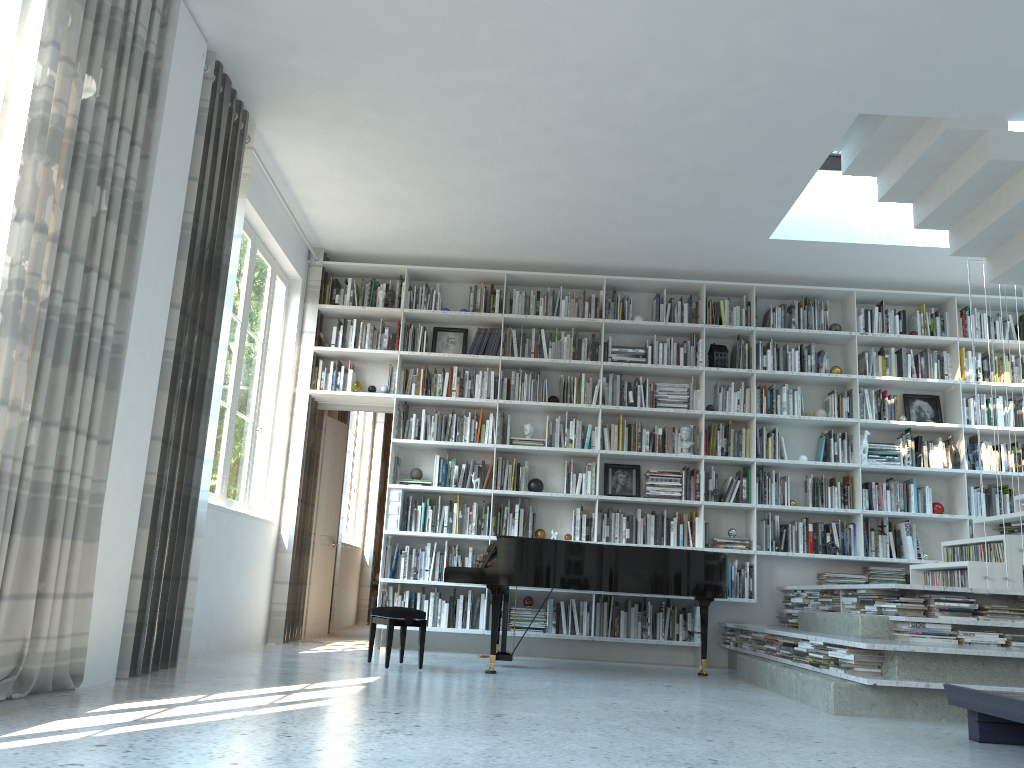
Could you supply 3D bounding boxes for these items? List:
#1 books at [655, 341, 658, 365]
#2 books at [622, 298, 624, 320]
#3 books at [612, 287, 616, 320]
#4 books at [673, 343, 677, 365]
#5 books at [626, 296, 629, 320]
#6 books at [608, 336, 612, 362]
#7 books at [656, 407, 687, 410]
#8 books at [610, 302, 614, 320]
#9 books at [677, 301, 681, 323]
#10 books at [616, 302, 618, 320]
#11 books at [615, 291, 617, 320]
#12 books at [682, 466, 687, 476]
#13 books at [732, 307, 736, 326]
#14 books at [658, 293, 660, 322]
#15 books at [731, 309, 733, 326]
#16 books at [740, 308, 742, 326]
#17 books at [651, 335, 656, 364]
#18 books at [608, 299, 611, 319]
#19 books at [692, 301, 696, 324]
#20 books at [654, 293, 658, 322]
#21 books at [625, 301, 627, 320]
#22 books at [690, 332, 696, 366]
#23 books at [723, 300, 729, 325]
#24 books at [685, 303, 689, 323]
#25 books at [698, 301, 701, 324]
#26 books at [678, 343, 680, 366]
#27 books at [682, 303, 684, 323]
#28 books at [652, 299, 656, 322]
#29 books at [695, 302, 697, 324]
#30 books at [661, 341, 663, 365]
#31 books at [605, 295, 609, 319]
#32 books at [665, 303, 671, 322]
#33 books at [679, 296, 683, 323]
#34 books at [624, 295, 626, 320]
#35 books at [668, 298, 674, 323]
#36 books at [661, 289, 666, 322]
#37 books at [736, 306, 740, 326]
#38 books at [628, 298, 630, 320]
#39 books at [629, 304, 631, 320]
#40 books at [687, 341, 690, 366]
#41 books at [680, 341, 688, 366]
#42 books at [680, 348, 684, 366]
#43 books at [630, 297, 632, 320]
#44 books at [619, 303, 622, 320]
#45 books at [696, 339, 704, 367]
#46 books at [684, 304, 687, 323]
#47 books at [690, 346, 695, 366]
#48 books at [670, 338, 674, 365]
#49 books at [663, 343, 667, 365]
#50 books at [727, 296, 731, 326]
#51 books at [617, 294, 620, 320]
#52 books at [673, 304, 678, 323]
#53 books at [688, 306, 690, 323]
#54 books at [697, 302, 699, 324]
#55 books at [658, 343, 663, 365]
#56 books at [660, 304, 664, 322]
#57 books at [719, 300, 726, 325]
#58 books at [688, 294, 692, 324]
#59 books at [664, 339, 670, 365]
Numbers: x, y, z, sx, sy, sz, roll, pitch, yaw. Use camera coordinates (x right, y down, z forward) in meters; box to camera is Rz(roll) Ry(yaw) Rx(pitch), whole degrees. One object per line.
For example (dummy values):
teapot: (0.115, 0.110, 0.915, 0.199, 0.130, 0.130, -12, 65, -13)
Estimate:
books: (1.213, -0.228, 7.522, 0.021, 0.237, 0.172, 3, -13, 1)
books: (0.947, -0.602, 7.619, 0.014, 0.247, 0.139, 3, -13, 1)
books: (0.874, -0.651, 7.631, 0.014, 0.340, 0.145, 3, -13, 1)
books: (1.364, -0.215, 7.510, 0.023, 0.222, 0.191, 3, -13, 1)
books: (0.985, -0.606, 7.607, 0.005, 0.254, 0.168, 3, -13, 1)
books: (0.820, -0.257, 7.515, 0.021, 0.248, 0.192, 3, -13, 1)
books: (1.328, 0.223, 7.428, 0.254, 0.012, 0.161, 2, -13, 4)
books: (0.850, -0.584, 7.602, 0.026, 0.194, 0.167, 3, -13, 1)
books: (1.420, -0.574, 7.600, 0.023, 0.236, 0.154, 3, -13, 1)
books: (0.893, -0.582, 7.622, 0.011, 0.205, 0.146, 3, -13, 1)
books: (0.885, -0.630, 7.620, 0.010, 0.295, 0.153, 3, -13, 1)
books: (1.420, 0.834, 7.312, 0.011, 0.298, 0.130, 3, -13, 1)
books: (1.884, -0.534, 7.582, 0.024, 0.201, 0.180, 3, -13, 1)
books: (1.254, -0.611, 7.611, 0.011, 0.295, 0.157, 3, -13, 1)
books: (1.860, -0.525, 7.579, 0.022, 0.179, 0.173, 3, -13, 1)
books: (1.940, -0.528, 7.597, 0.025, 0.203, 0.162, 3, -13, 1)
books: (1.198, -0.255, 7.512, 0.011, 0.283, 0.190, 3, -13, 1)
books: (0.827, -0.599, 7.619, 0.023, 0.227, 0.157, 3, -13, 1)
books: (1.543, -0.570, 7.602, 0.028, 0.243, 0.161, 3, -13, 1)
books: (1.231, -0.613, 7.603, 0.014, 0.291, 0.176, 3, -13, 1)
books: (0.973, -0.589, 7.605, 0.016, 0.218, 0.144, 3, -13, 1)
books: (1.536, -0.257, 7.531, 0.012, 0.333, 0.156, 3, -13, 1)
books: (1.827, -0.568, 7.609, 0.030, 0.274, 0.152, 3, -13, 1)
books: (1.490, -0.564, 7.621, 0.026, 0.233, 0.137, 3, -13, 1)
books: (1.596, -0.572, 7.610, 0.022, 0.256, 0.137, 3, -13, 1)
books: (1.403, -0.215, 7.516, 0.012, 0.230, 0.158, 3, -13, 1)
books: (1.447, -0.564, 7.593, 0.012, 0.216, 0.180, 3, -13, 1)
books: (1.217, -0.586, 7.615, 0.012, 0.245, 0.151, 3, -13, 1)
books: (1.564, -0.567, 7.611, 0.014, 0.243, 0.145, 3, -13, 1)
books: (1.267, -0.226, 7.532, 0.012, 0.244, 0.132, 3, -13, 1)
books: (0.803, -0.616, 7.603, 0.026, 0.252, 0.186, 3, -13, 1)
books: (1.322, -0.567, 7.596, 0.050, 0.210, 0.173, 3, -13, 1)
books: (1.438, -0.593, 7.589, 0.010, 0.269, 0.180, 3, -13, 1)
books: (0.961, -0.611, 7.614, 0.013, 0.264, 0.147, 3, -13, 1)
books: (1.362, -0.590, 7.619, 0.028, 0.269, 0.140, 3, -13, 1)
books: (1.296, -0.629, 7.604, 0.010, 0.330, 0.186, 3, -13, 1)
books: (1.912, -0.539, 7.579, 0.031, 0.212, 0.170, 3, -13, 1)
books: (0.994, -0.599, 7.625, 0.013, 0.249, 0.148, 3, -13, 1)
books: (1.003, -0.570, 7.608, 0.010, 0.186, 0.153, 3, -13, 1)
books: (1.484, -0.223, 7.529, 0.029, 0.261, 0.133, 3, -13, 1)
books: (1.454, -0.222, 7.512, 0.032, 0.247, 0.173, 3, -13, 1)
books: (1.422, -0.194, 7.507, 0.029, 0.188, 0.176, 3, -13, 1)
books: (1.015, -0.605, 7.609, 0.011, 0.255, 0.144, 3, -13, 1)
books: (0.921, -0.579, 7.607, 0.023, 0.195, 0.172, 3, -13, 1)
books: (1.568, -0.223, 7.457, 0.037, 0.236, 0.273, 3, -13, 1)
books: (1.465, -0.560, 7.575, 0.023, 0.201, 0.193, 3, -13, 1)
books: (1.512, -0.196, 7.508, 0.029, 0.202, 0.192, 3, -13, 1)
books: (1.342, -0.236, 7.524, 0.023, 0.269, 0.185, 3, -13, 1)
books: (1.286, -0.215, 7.520, 0.028, 0.218, 0.184, 3, -13, 1)
books: (1.848, -0.582, 7.595, 0.010, 0.297, 0.168, 3, -13, 1)
books: (0.906, -0.617, 7.603, 0.011, 0.264, 0.164, 3, -13, 1)
books: (1.391, -0.560, 7.592, 0.033, 0.202, 0.166, 3, -13, 1)
books: (1.510, -0.550, 7.612, 0.014, 0.204, 0.135, 3, -13, 1)
books: (1.578, -0.566, 7.602, 0.014, 0.238, 0.153, 3, -13, 1)
books: (1.247, -0.216, 7.517, 0.027, 0.216, 0.190, 3, -13, 1)
books: (1.272, -0.565, 7.613, 0.031, 0.208, 0.147, 3, -13, 1)
books: (1.785, -0.566, 7.588, 0.054, 0.254, 0.191, 3, -13, 1)
books: (1.525, -0.601, 7.616, 0.012, 0.307, 0.138, 3, -13, 1)
books: (1.316, -0.235, 7.545, 0.029, 0.273, 0.141, 3, -13, 1)
